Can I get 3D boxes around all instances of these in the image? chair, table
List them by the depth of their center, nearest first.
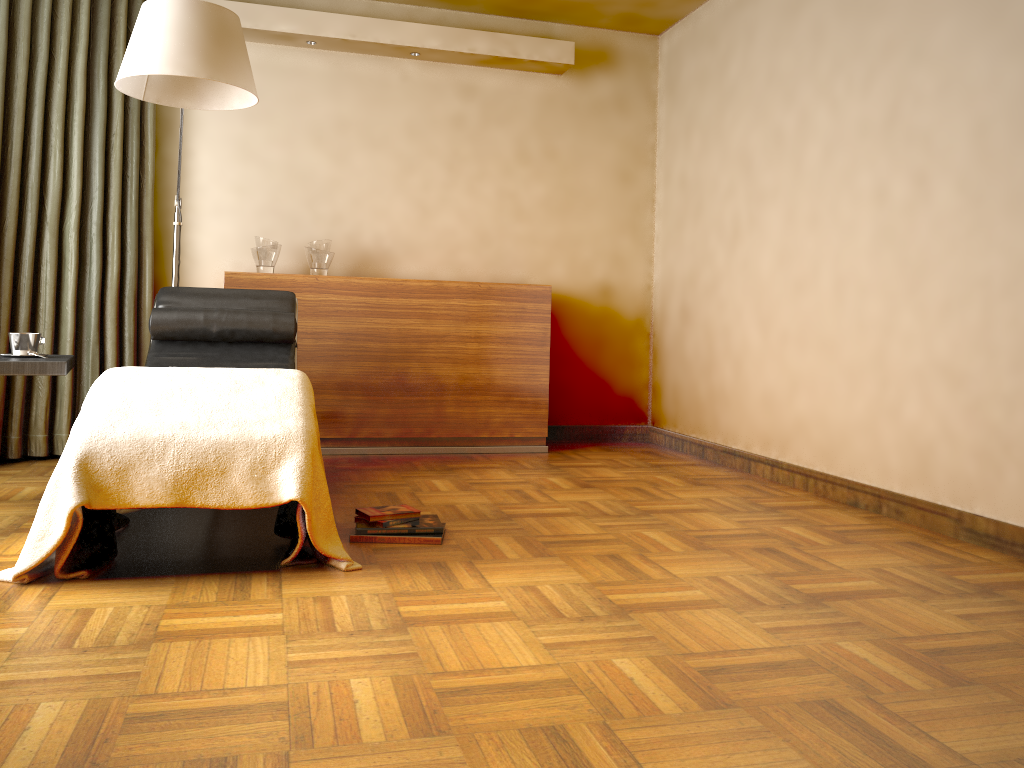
[{"bbox_3d":[-1.721,-0.065,2.870,0.517,0.045,0.500,0,4,-24],"label":"table"},{"bbox_3d":[-1.053,0.032,3.138,0.635,0.797,1.791,2,3,-15],"label":"chair"}]

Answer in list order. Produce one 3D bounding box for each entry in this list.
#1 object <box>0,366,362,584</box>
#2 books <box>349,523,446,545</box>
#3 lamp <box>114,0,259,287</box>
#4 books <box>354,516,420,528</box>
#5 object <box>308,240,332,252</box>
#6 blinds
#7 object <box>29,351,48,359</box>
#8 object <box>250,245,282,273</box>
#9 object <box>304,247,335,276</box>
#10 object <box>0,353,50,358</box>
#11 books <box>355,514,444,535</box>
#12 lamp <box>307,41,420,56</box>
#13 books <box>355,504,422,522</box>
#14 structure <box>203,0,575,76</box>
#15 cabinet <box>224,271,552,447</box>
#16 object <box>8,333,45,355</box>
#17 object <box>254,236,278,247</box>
[{"bbox_3d":[-0.934,0.218,2.620,0.916,0.521,0.910,1,2,-15],"label":"object"},{"bbox_3d":[-0.353,0.465,2.772,0.280,0.022,0.200,2,4,-1],"label":"books"},{"bbox_3d":[-1.188,-0.530,3.402,0.451,1.969,1.415,2,0,-12],"label":"lamp"},{"bbox_3d":[-0.395,0.423,2.790,0.123,0.018,0.173,4,4,34],"label":"books"},{"bbox_3d":[-0.998,-0.672,4.578,0.122,0.150,0.122,1,1,-36],"label":"object"},{"bbox_3d":[-2.208,-0.887,3.802,0.224,2.456,1.530,1,0,30],"label":"blinds"},{"bbox_3d":[-1.544,-0.095,2.881,0.124,0.019,0.029,5,4,44],"label":"object"},{"bbox_3d":[-1.258,-0.636,4.507,0.155,0.154,0.155,2,1,31],"label":"object"},{"bbox_3d":[-0.999,-0.633,4.577,0.155,0.154,0.156,1,1,-25],"label":"object"},{"bbox_3d":[-1.625,-0.094,2.942,0.150,0.009,0.150,1,4,-10],"label":"object"},{"bbox_3d":[-0.359,0.443,2.789,0.264,0.020,0.189,1,4,-11],"label":"books"},{"bbox_3d":[-1.070,-1.848,4.756,1.156,0.028,0.050,1,3,-15],"label":"lamp"},{"bbox_3d":[-0.390,0.405,2.784,0.172,0.018,0.124,-1,4,-31],"label":"books"},{"bbox_3d":[-0.730,-1.899,4.860,2.177,0.130,0.274,1,3,-15],"label":"structure"},{"bbox_3d":[-0.660,-0.122,4.705,1.672,0.864,0.415,1,0,-15],"label":"cabinet"},{"bbox_3d":[-1.625,-0.131,2.950,0.098,0.078,0.111,1,2,-14],"label":"object"},{"bbox_3d":[-1.257,-0.675,4.508,0.122,0.150,0.123,1,1,-33],"label":"object"}]
